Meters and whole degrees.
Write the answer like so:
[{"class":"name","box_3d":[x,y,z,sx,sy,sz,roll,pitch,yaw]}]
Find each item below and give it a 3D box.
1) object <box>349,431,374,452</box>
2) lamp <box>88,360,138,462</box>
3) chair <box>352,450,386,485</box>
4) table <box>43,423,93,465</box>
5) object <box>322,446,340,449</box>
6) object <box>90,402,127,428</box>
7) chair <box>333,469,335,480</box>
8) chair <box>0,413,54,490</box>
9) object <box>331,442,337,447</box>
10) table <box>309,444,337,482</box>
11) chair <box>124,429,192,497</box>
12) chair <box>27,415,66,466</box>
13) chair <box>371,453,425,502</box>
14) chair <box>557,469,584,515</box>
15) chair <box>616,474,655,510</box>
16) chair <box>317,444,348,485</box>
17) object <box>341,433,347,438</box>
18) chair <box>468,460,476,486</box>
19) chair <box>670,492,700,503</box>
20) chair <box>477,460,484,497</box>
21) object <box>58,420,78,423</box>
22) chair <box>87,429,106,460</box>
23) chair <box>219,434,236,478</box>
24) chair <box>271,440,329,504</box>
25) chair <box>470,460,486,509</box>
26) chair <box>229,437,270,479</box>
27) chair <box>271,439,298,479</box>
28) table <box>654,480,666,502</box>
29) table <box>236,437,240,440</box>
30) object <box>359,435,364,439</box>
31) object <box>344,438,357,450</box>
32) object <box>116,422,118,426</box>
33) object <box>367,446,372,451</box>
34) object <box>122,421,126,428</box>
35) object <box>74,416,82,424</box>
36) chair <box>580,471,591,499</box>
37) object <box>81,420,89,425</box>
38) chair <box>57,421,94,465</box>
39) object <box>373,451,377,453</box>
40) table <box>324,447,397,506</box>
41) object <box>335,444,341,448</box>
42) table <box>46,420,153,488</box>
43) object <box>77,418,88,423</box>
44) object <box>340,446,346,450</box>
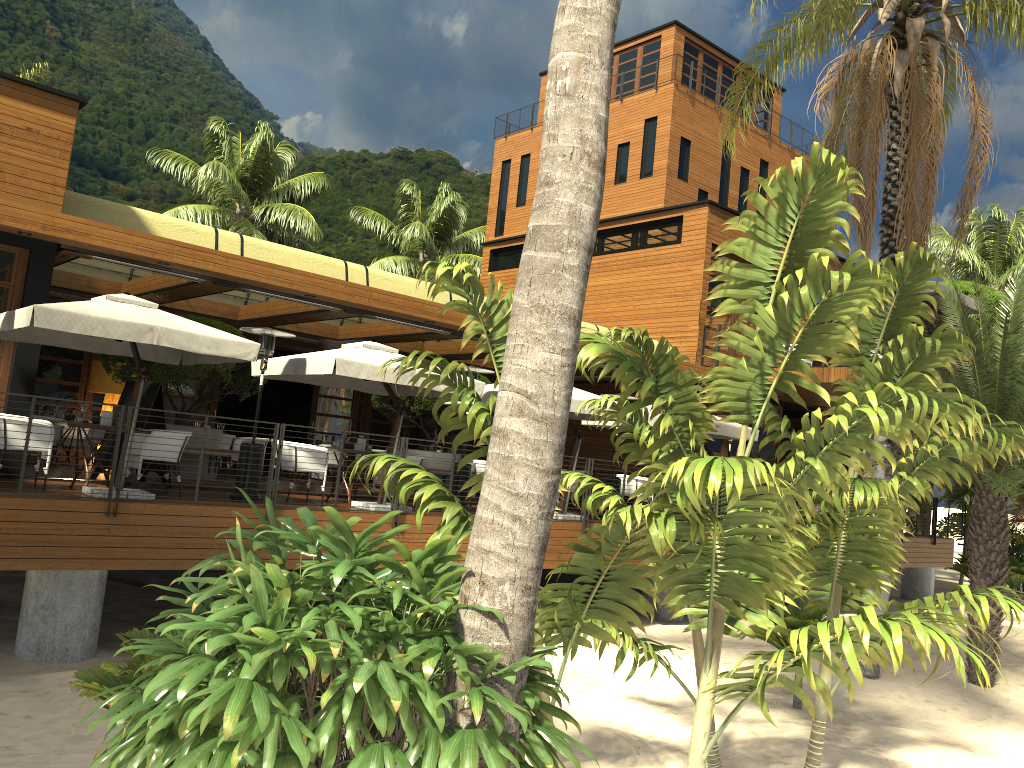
[{"class":"object","box_3d":[-2.099,0.806,12.354,0.263,0.264,0.263,5,-6,4]},{"class":"lamp","box_3d":[-7.883,0.602,17.473,0.973,2.014,0.971,2,-7,29]},{"class":"chair","box_3d":[-3.074,1.796,19.153,0.616,0.790,0.627,8,-6,-20]},{"class":"table","box_3d":[-7.780,0.993,15.211,1.166,0.750,1.163,4,-6,18]},{"class":"object","box_3d":[-2.503,0.876,12.250,0.170,0.025,0.294,10,-7,-40]},{"class":"object","box_3d":[-4.629,0.359,10.168,0.263,0.264,0.263,5,-6,4]},{"class":"chair","box_3d":[-4.120,1.742,19.745,0.627,0.790,0.616,8,-6,-20]},{"class":"chair","box_3d":[-5.445,0.731,9.740,0.615,0.790,0.627,10,-7,-39]},{"class":"object","box_3d":[-2.498,0.864,12.464,0.086,0.086,0.086,10,-7,-36]},{"class":"table","box_3d":[-3.854,1.718,18.955,1.166,0.750,1.163,3,-6,29]},{"class":"chair","box_3d":[-4.265,0.937,10.726,0.615,0.790,0.627,10,-7,-39]},{"class":"chair","box_3d":[-7.678,0.915,14.414,0.627,0.790,0.616,7,-6,-10]},{"class":"chair","box_3d":[-1.653,1.399,12.983,0.615,0.790,0.627,10,-7,-39]},{"class":"chair","box_3d":[0.862,1.843,15.154,0.615,0.790,0.627,10,-7,-39]},{"class":"chair","box_3d":[2.241,2.090,16.379,0.615,0.790,0.627,10,-7,-39]},{"class":"chair","box_3d":[-3.670,1.648,18.148,0.627,0.790,0.616,8,-6,-20]},{"class":"object","box_3d":[-2.331,0.788,12.247,0.082,0.227,0.082,11,-8,-39]},{"class":"chair","box_3d":[-1.020,2.160,20.939,0.617,0.790,0.626,5,-6,5]},{"class":"chair","box_3d":[3.420,2.296,17.365,0.615,0.790,0.627,10,-7,-39]},{"class":"chair","box_3d":[-0.446,2.054,19.066,0.617,0.790,0.626,5,-6,5]},{"class":"object","box_3d":[-5.034,0.429,10.064,0.170,0.025,0.294,10,-7,-40]},{"class":"chair","box_3d":[-6.915,1.070,15.298,0.616,0.790,0.626,7,-6,-10]},{"class":"chair","box_3d":[-5.471,1.307,16.338,0.626,0.790,0.616,10,-7,-34]},{"class":"chair","box_3d":[-2.876,1.185,11.958,0.615,0.790,0.627,10,-7,-39]},{"class":"chair","box_3d":[-0.317,1.638,14.169,0.615,0.790,0.627,10,-7,-39]},{"class":"chair","box_3d":[-5.158,1.437,17.465,0.616,0.790,0.627,10,-7,-34]},{"class":"chair","box_3d":[-4.808,1.577,18.651,0.616,0.790,0.627,8,-6,-20]},{"class":"table","box_3d":[2.788,2.202,16.812,0.930,0.751,0.931,10,-7,-40]},{"class":"table","box_3d":[-5.886,1.350,17.094,1.166,0.750,1.163,4,-6,18]},{"class":"object","box_3d":[-2.179,0.850,12.778,0.082,0.227,0.082,1,-8,38]},{"class":"object","box_3d":[-2.298,0.848,12.579,0.167,0.179,0.163,10,-7,-39]},{"class":"object","box_3d":[-4.642,0.480,10.429,0.116,0.065,0.116,10,-7,-36]},{"class":"object","box_3d":[-2.023,0.920,12.547,0.086,0.086,0.086,10,-7,-36]},{"class":"object","box_3d":[-4.554,0.472,10.361,0.086,0.086,0.086,10,-7,-36]},{"class":"object","box_3d":[-5.029,0.417,10.278,0.086,0.086,0.086,10,-7,-36]},{"class":"chair","box_3d":[1.346,2.211,18.786,0.617,0.790,0.626,5,-6,5]},{"class":"object","box_3d":[-4.880,0.442,10.128,0.080,0.042,0.080,1,-7,40]},{"class":"chair","box_3d":[-7.845,1.043,16.062,0.627,0.790,0.616,7,-6,-10]},{"class":"object","box_3d":[-2.028,0.968,12.751,0.170,0.025,0.294,10,-7,-40]},{"class":"table","box_3d":[-2.290,1.304,12.426,0.930,0.751,0.931,10,-7,-40]},{"class":"object","box_3d":[-2.414,0.877,12.390,0.116,0.065,0.116,11,-7,-42]},{"class":"table","box_3d":[-4.825,0.856,10.235,0.930,0.751,0.931,10,-7,-40]},{"class":"object","box_3d":[-4.945,0.430,10.204,0.116,0.065,0.116,10,-7,-36]},{"class":"object","box_3d":[-2.349,0.889,12.315,0.080,0.042,0.080,5,-5,11]}]
